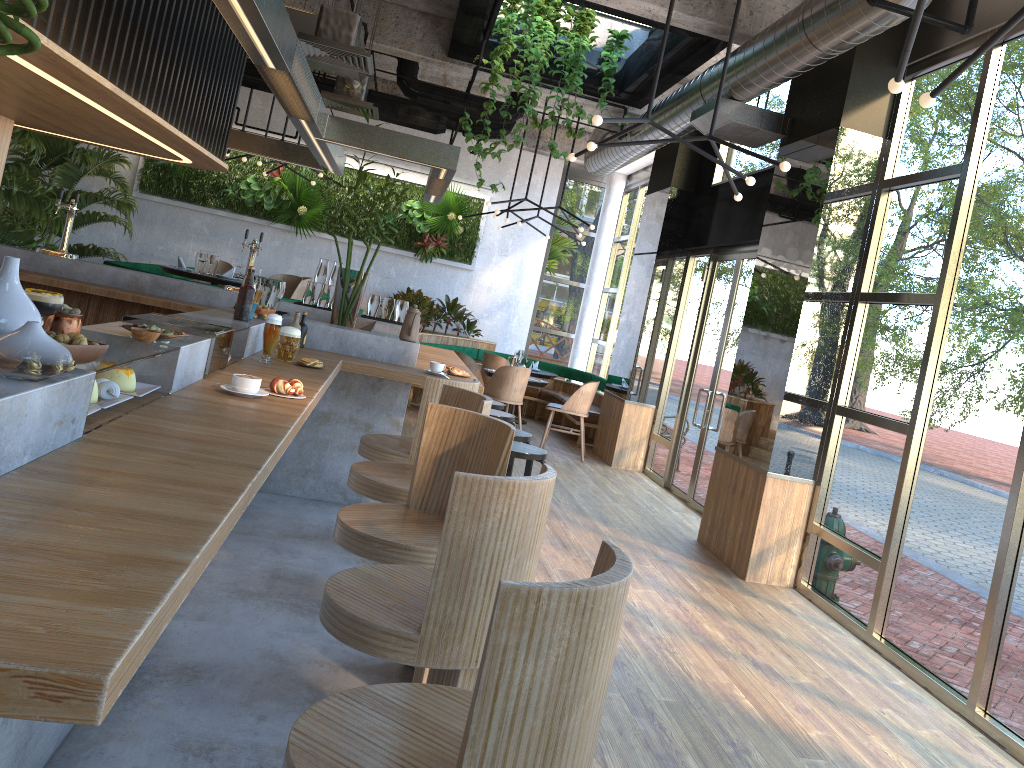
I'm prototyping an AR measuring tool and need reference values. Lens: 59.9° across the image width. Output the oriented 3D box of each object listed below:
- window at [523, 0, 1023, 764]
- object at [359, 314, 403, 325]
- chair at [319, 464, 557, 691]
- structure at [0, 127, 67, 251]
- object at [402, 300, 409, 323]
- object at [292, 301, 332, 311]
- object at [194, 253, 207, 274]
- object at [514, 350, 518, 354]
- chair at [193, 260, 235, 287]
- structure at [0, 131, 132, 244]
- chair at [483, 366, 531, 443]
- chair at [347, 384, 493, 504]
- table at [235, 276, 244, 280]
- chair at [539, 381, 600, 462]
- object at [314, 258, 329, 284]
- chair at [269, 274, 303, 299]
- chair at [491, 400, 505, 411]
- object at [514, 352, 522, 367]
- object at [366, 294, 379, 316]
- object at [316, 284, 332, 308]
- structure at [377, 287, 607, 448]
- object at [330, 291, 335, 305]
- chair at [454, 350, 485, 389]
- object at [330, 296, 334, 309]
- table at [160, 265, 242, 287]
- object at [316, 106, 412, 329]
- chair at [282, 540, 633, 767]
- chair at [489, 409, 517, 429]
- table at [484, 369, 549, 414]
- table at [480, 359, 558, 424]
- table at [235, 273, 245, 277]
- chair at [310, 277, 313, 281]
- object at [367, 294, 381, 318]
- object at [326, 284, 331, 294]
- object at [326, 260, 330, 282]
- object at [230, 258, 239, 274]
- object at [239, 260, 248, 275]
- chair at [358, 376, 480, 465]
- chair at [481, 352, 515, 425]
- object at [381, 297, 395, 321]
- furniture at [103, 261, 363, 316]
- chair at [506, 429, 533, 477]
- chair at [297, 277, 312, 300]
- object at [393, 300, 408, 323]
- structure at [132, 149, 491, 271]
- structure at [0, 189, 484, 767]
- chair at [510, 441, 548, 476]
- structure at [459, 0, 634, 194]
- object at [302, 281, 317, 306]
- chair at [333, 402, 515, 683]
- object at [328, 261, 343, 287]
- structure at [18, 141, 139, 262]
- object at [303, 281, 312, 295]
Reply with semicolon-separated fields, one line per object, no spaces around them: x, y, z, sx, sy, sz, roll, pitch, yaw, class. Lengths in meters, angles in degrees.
1.059;-1.861;3.918;4.206;6.477;20.107;12;4;-8;window
-1.103;-0.551;7.686;0.444;0.018;0.269;11;5;-11;object
-0.246;0.664;2.421;0.567;0.969;0.527;11;1;-35;chair
-5.052;-2.019;7.968;2.096;3.131;2.898;12;2;1;structure
-0.971;-0.629;7.789;0.105;0.209;0.106;12;0;5;object
-1.639;-0.654;7.568;0.444;0.018;0.269;11;5;-11;object
-3.498;-1.280;7.137;0.105;0.500;4.192;12;5;8;object
0.069;-0.368;12.693;0.102;0.209;0.108;12;0;24;object
-3.434;-0.961;10.087;0.515;0.923;0.538;12;1;-30;chair
-5.839;-2.462;11.141;1.450;3.359;2.029;12;1;5;structure
-0.102;0.220;10.117;0.515;0.923;0.538;12;1;-30;chair
-0.456;0.490;3.945;0.527;0.969;0.568;12;1;40;chair
-3.571;-1.002;11.193;0.814;0.745;0.786;11;2;-13;table
0.664;0.366;10.290;0.555;0.923;0.500;12;0;4;chair
-1.606;-0.955;7.515;0.109;0.209;0.102;12;0;-26;object
-2.726;-0.814;10.107;0.486;0.923;0.570;12;1;20;chair
-0.337;0.481;7.742;0.513;0.696;0.517;12;1;3;chair
0.065;-0.320;12.119;0.102;0.209;0.108;12;0;24;object
-1.214;-0.676;7.738;0.108;0.209;0.103;12;0;-16;object
-1.590;-0.739;7.527;0.109;0.209;0.102;12;0;-26;object
-0.544;0.355;3.629;6.126;1.544;19.864;11;5;-9;structure
-1.503;-0.731;7.645;0.108;0.209;0.103;12;0;-16;object
-0.519;0.099;10.517;0.576;0.923;0.480;11;1;-31;chair
-1.476;-0.716;7.540;0.108;0.209;0.103;12;0;-16;object
-3.223;-0.778;9.448;1.133;0.749;1.069;10;3;-25;table
-1.003;-1.004;5.848;0.679;1.549;0.580;12;0;-5;object
-0.145;0.752;1.630;0.548;0.969;0.546;12;0;0;chair
-0.247;0.559;7.047;0.529;0.696;0.501;11;1;-22;chair
-0.023;0.267;10.717;0.814;0.745;0.786;11;2;-13;table
0.025;0.137;12.403;1.143;0.749;1.059;9;4;-41;table
-3.716;-1.128;12.317;0.814;0.745;0.786;11;2;-13;table
-3.163;-1.106;12.468;0.565;0.923;0.490;12;0;-11;chair
-1.192;-0.662;7.627;0.108;0.209;0.103;12;0;-16;object
-1.611;-0.752;7.631;0.109;0.209;0.102;12;0;-26;object
-1.626;-0.968;7.623;0.109;0.209;0.102;12;0;-26;object
-3.689;-1.404;8.116;0.105;0.500;6.105;12;5;4;object
-3.871;-1.496;8.759;0.106;0.500;7.478;12;5;1;object
-0.540;0.409;4.699;0.527;0.969;0.567;12;1;37;chair
-0.218;0.070;11.600;0.480;0.923;0.577;12;1;35;chair
-1.083;-0.646;7.715;0.105;0.209;0.106;12;0;5;object
-3.929;-0.757;10.408;2.837;1.133;4.607;8;6;-45;furniture
-0.133;0.658;6.161;0.528;0.696;0.502;11;1;-20;chair
-2.934;-0.964;11.368;0.576;0.923;0.480;11;1;-31;chair
-0.969;-0.620;7.681;0.105;0.209;0.106;12;0;5;object
-2.835;-2.802;12.984;5.139;1.493;0.798;11;1;-14;structure
-2.972;-0.278;3.975;5.936;1.725;7.038;11;4;-10;structure
-0.052;0.729;5.529;0.525;0.696;0.505;12;1;-15;chair
0.082;-3.033;8.682;1.562;2.344;3.072;12;3;27;structure
-1.706;-0.761;7.500;0.109;0.209;0.102;12;0;-26;object
-0.357;0.579;3.149;0.538;0.969;0.556;12;1;13;chair
-1.494;-0.934;7.549;0.109;0.209;0.102;12;0;-26;object
-5.738;-2.371;11.561;1.936;3.255;1.590;12;0;-12;structure
-1.731;-0.776;7.612;0.109;0.209;0.102;12;0;-26;object
